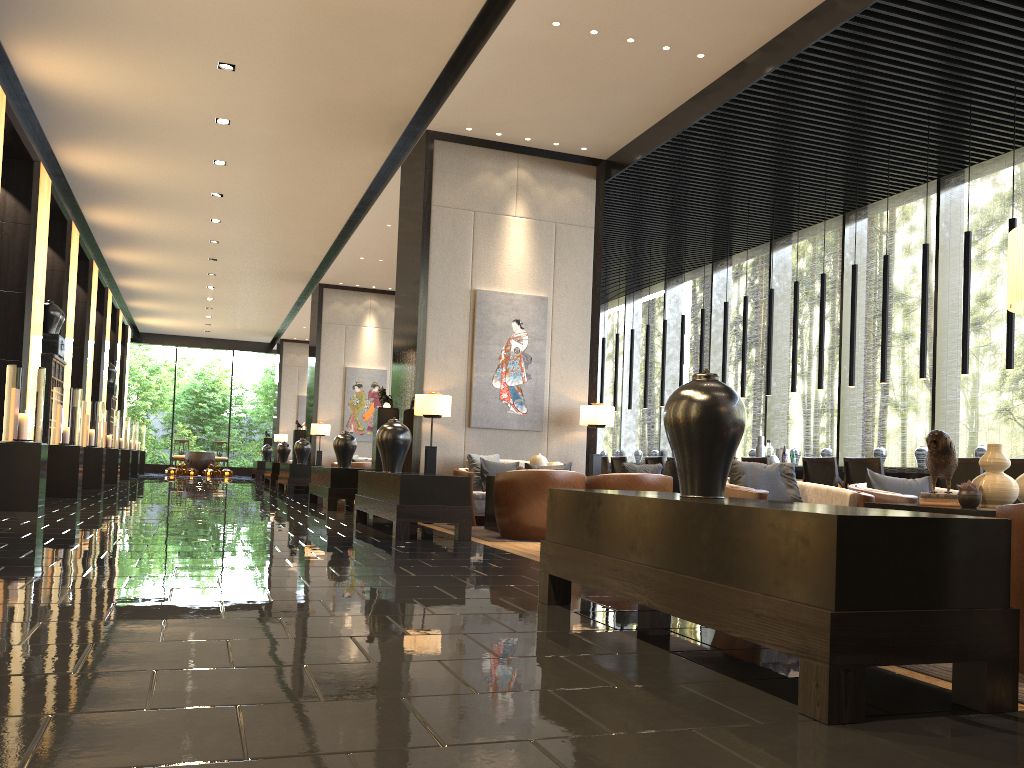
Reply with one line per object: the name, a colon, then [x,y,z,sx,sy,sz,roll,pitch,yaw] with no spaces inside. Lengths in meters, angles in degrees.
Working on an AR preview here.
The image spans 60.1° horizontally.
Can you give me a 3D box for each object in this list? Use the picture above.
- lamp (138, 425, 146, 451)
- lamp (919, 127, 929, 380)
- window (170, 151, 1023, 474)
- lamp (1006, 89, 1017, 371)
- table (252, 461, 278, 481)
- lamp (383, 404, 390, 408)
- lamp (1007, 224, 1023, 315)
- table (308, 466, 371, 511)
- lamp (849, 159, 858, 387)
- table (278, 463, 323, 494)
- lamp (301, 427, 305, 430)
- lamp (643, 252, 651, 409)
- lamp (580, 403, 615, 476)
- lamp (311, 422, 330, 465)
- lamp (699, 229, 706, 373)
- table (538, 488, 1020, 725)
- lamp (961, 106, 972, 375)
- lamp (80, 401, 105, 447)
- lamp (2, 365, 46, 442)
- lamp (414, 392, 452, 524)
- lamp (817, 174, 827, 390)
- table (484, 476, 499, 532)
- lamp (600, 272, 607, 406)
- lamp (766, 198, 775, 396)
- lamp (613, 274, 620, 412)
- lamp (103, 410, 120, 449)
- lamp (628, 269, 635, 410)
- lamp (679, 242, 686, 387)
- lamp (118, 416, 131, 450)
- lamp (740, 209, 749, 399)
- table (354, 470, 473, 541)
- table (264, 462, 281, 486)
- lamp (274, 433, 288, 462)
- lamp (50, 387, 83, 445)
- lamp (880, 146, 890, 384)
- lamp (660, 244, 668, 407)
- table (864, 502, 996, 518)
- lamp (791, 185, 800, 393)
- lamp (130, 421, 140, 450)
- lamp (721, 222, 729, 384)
lamp: [-10.639,1.537,25.246,0.337,0.727,0.337,4,-3,-32]
lamp: [3.853,-1.248,8.243,0.060,2.415,0.060,3,-2,-14]
window: [-3.090,-0.289,14.202,12.066,4.216,31.955,4,-6,-19]
lamp: [4.164,-1.319,7.364,0.060,2.415,0.060,3,-2,-14]
table: [-6.924,2.424,24.867,0.621,0.511,1.964,4,-5,-19]
lamp: [-1.442,0.915,10.821,0.374,1.316,0.376,1,-3,25]
lamp: [1.543,0.219,2.393,0.375,1.348,0.376,1,-3,28]
table: [-2.227,1.353,11.600,0.621,0.511,1.964,4,-5,-19]
lamp: [3.537,-1.176,9.135,0.060,2.415,0.060,3,-2,-24]
table: [-3.926,1.740,16.400,0.621,0.511,1.964,4,-5,-19]
lamp: [-4.420,1.579,19.234,0.375,1.348,0.376,2,-2,-1]
lamp: [2.051,-0.837,13.334,0.060,2.415,0.060,3,-2,-24]
lamp: [0.916,0.891,9.736,0.375,1.348,0.376,2,-2,10]
lamp: [-3.817,1.441,17.530,0.375,1.348,0.376,2,-2,-1]
lamp: [2.565,-0.955,11.880,0.060,2.415,0.060,3,-2,-24]
table: [0.747,0.675,3.201,0.621,0.511,1.964,4,-5,-19]
lamp: [4.013,-1.285,7.792,0.060,2.415,0.060,3,-2,-24]
lamp: [-6.719,0.643,14.175,0.337,0.727,0.337,3,-3,-18]
lamp: [-4.759,0.196,8.640,0.337,0.727,0.337,0,-4,44]
lamp: [-0.838,0.763,9.117,0.375,1.345,0.376,1,-3,32]
lamp: [3.375,-1.139,9.593,0.060,2.415,0.060,3,-2,-24]
table: [0.325,1.169,8.552,1.043,0.516,0.576,4,-4,-19]
lamp: [1.534,-0.719,14.792,0.060,2.415,0.060,3,-2,-24]
lamp: [3.068,-1.069,10.461,0.060,2.415,0.060,3,-2,-24]
lamp: [1.706,-0.758,14.308,0.060,2.415,0.060,3,-2,-24]
lamp: [-7.699,0.867,16.943,0.337,0.727,0.337,3,-3,-18]
lamp: [1.881,-0.798,13.813,0.060,2.415,0.060,3,-2,-24]
lamp: [2.393,-0.915,12.366,0.060,2.415,0.060,3,-2,-24]
lamp: [-8.679,1.090,19.710,0.337,0.727,0.337,3,-3,-18]
lamp: [2.893,-1.029,10.954,0.060,2.415,0.060,3,-2,-24]
table: [-0.936,1.058,7.956,0.621,0.511,1.964,4,-5,-19]
table: [-5.217,2.035,20.045,0.621,0.511,1.964,4,-5,-19]
lamp: [-6.818,2.125,26.006,0.375,1.348,0.376,2,-2,10]
lamp: [-5.739,0.420,11.407,0.337,0.727,0.337,3,-3,-14]
lamp: [3.686,-1.210,8.715,0.060,2.415,0.060,3,-2,-24]
lamp: [2.222,-0.876,12.851,0.060,2.415,0.060,3,-2,-24]
table: [2.065,0.772,3.637,1.043,0.516,0.576,4,-4,-19]
lamp: [3.223,-1.104,10.023,0.060,2.415,0.060,3,-2,-24]
lamp: [-9.659,1.314,22.478,0.337,0.727,0.337,3,-3,-18]
lamp: [2.749,-0.996,11.360,0.060,2.415,0.060,3,-2,-24]
